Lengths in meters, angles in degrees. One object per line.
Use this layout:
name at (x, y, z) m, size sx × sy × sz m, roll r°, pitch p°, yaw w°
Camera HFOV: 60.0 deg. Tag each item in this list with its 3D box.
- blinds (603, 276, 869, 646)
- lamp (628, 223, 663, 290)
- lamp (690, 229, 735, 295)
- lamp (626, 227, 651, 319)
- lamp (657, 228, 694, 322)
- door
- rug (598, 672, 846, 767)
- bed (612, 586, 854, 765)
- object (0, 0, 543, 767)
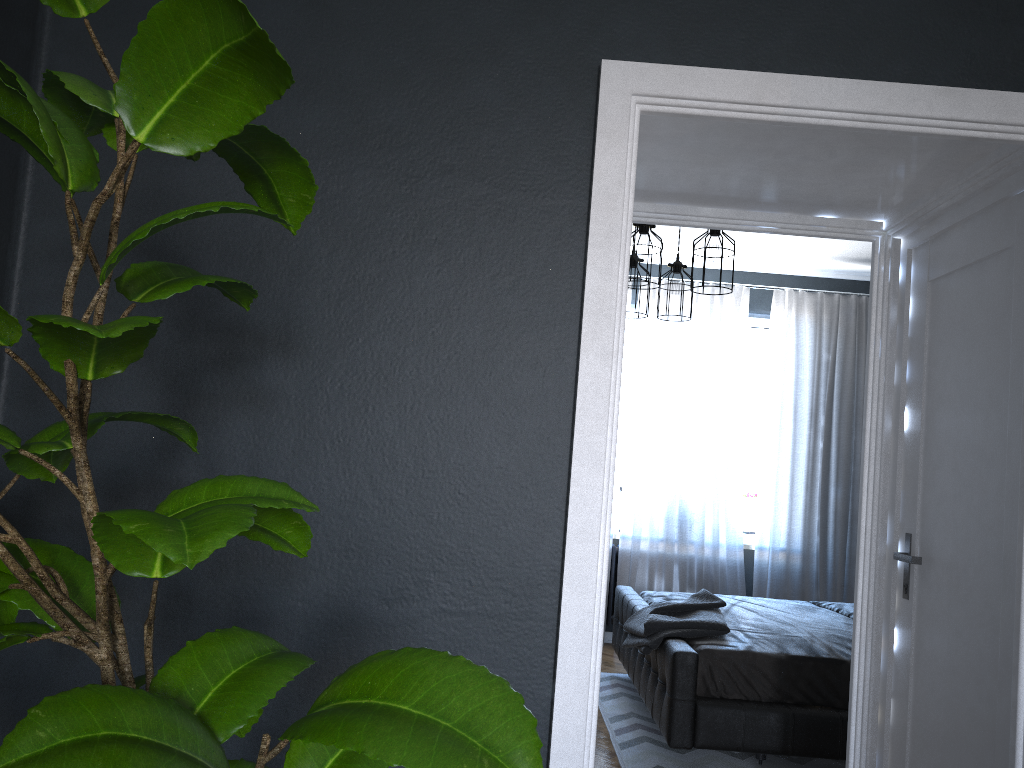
blinds at (0.899, 0.570, 6.706) m, size 3.992 × 2.785 × 0.313 m, roll 5°, pitch -4°, yaw 0°
lamp at (0.710, -0.877, 4.746) m, size 0.210 × 0.713 × 0.210 m, roll 4°, pitch -4°, yaw 14°
lamp at (1.025, -0.845, 4.454) m, size 0.210 × 0.768 × 0.210 m, roll 4°, pitch -4°, yaw 14°
lamp at (0.708, -0.792, 5.130) m, size 0.210 × 0.803 × 0.210 m, roll 4°, pitch -4°, yaw 14°
lamp at (1.018, -0.769, 5.439) m, size 0.210 × 0.746 × 0.210 m, roll 4°, pitch -4°, yaw 14°
door at (1.300, 0.536, 2.557) m, size 0.162 × 2.184 × 0.858 m, roll 5°, pitch -4°, yaw 0°
rug at (1.202, 1.822, 4.706) m, size 1.458 × 0.013 × 2.048 m, roll 5°, pitch -5°, yaw 0°
bed at (1.760, 1.290, 4.781) m, size 2.375 × 1.160 × 2.268 m, roll 5°, pitch -5°, yaw 0°
object at (-0.570, 0.404, 1.045) m, size 1.118 × 1.896 × 0.764 m, roll 5°, pitch -4°, yaw -6°
